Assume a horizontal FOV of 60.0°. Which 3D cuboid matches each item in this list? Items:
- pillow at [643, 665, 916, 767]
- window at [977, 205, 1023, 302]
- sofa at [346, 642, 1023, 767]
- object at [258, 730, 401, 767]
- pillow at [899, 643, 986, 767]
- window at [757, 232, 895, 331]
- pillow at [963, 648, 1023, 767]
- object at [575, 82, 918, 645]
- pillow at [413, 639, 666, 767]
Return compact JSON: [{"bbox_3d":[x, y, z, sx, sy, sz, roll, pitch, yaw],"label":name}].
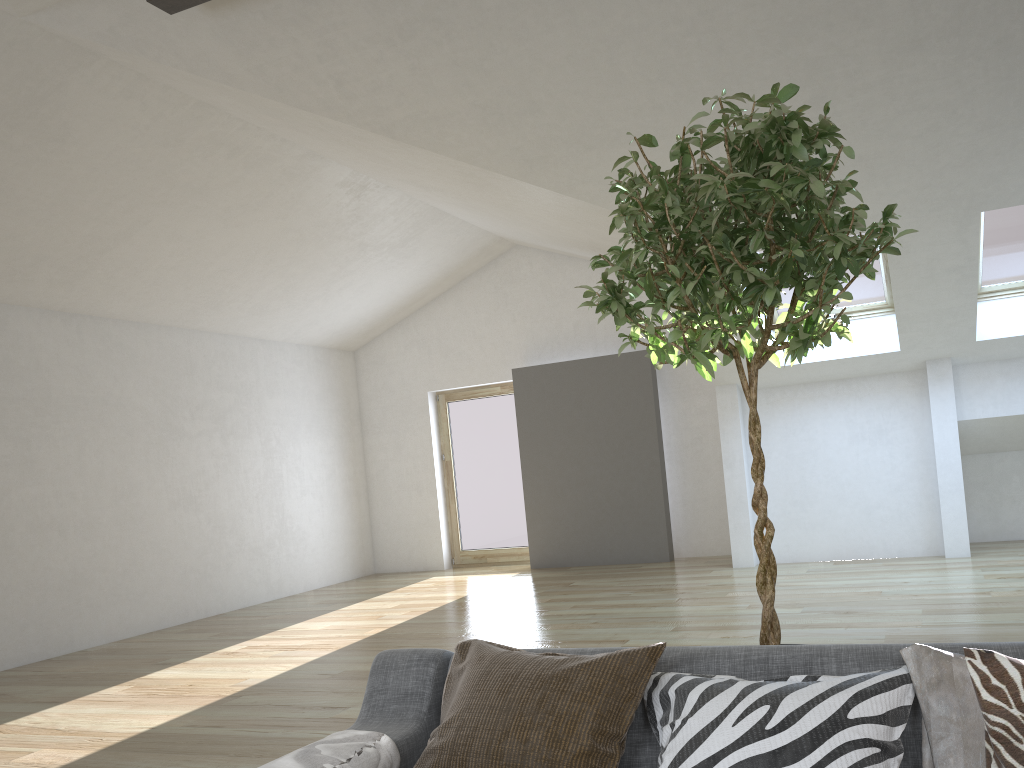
[{"bbox_3d":[0.482,0.715,1.684,0.567,0.283,0.355,-7,-4,23],"label":"pillow"},{"bbox_3d":[3.942,-1.065,6.488,1.488,0.727,1.887,-7,-5,24],"label":"window"},{"bbox_3d":[0.658,0.853,1.475,2.489,0.682,1.016,-8,-4,22],"label":"sofa"},{"bbox_3d":[-0.459,0.965,1.803,0.361,0.418,0.477,-7,-4,27],"label":"object"},{"bbox_3d":[1.010,0.624,1.516,0.649,0.318,0.260,-7,-3,23],"label":"pillow"},{"bbox_3d":[2.469,-0.865,7.092,1.488,0.727,1.887,-7,-5,24],"label":"window"},{"bbox_3d":[0.997,0.583,1.333,0.563,0.340,0.279,-8,-3,27],"label":"pillow"},{"bbox_3d":[0.618,0.264,2.287,0.812,2.017,0.803,-5,-1,2],"label":"object"},{"bbox_3d":[0.021,0.751,1.920,0.582,0.337,0.307,-8,-4,32],"label":"pillow"}]
